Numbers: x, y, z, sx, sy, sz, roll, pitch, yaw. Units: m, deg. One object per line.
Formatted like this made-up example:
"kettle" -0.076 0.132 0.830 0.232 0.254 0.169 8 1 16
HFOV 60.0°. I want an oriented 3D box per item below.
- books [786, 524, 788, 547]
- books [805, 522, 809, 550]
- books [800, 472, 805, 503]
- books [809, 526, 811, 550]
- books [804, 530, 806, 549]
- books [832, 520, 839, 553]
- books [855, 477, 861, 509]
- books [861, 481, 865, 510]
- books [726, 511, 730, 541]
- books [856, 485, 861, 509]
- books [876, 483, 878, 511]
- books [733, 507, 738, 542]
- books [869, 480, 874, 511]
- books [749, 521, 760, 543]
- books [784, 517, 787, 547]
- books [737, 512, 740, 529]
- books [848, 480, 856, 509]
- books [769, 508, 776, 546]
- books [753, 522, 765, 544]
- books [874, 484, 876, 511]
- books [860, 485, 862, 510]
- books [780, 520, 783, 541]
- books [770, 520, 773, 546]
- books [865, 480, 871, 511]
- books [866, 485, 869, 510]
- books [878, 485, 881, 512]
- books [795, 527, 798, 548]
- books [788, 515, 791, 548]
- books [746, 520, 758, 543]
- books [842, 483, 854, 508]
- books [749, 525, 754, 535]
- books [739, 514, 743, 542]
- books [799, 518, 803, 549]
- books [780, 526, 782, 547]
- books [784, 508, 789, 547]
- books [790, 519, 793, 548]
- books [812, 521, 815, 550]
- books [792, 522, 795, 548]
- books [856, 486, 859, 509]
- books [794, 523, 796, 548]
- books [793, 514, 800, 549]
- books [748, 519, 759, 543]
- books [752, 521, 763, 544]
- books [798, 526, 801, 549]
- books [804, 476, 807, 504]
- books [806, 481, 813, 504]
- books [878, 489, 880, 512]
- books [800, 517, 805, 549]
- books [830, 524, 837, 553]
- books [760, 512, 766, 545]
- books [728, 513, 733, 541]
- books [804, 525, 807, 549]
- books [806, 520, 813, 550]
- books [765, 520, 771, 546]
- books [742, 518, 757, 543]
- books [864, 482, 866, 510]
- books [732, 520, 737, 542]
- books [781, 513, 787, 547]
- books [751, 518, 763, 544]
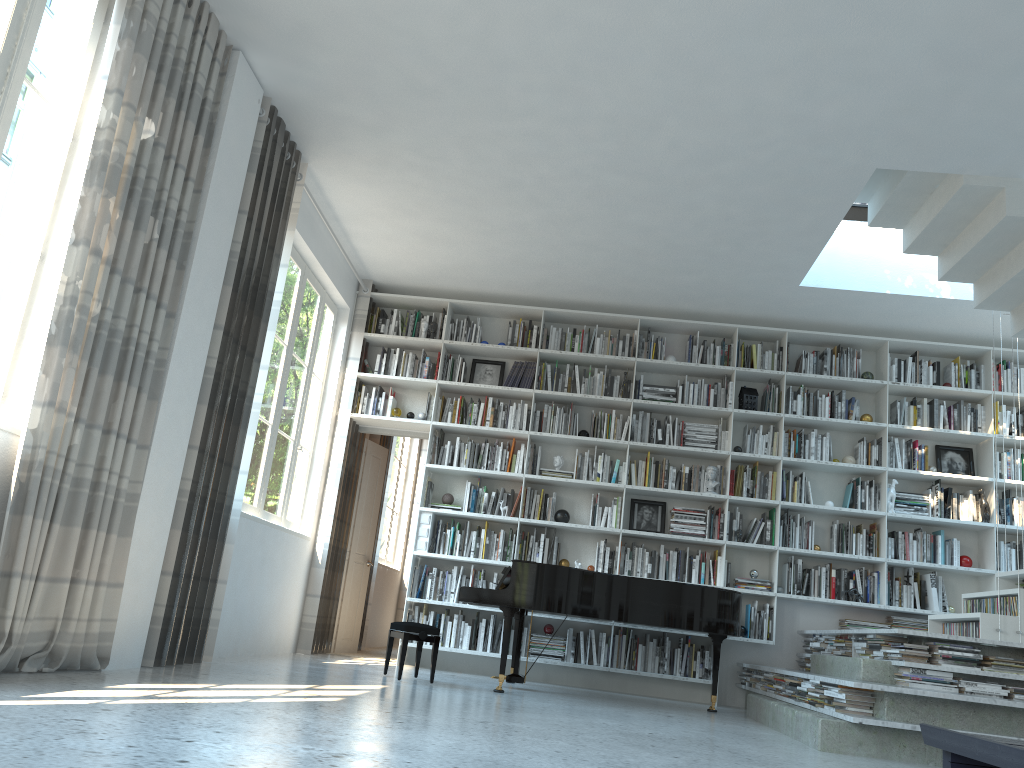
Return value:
"books" 2.257 1.273 7.336 0.013 0.204 0.154 6 -15 5
"books" 2.422 1.271 7.321 0.015 0.237 0.177 6 -15 5
"books" 2.421 0.892 7.425 0.013 0.286 0.159 6 -15 5
"books" 2.435 1.287 7.312 0.014 0.207 0.181 6 -15 5
"books" 2.398 1.300 7.323 0.013 0.178 0.141 6 -15 5
"books" 2.667 1.274 7.322 0.016 0.289 0.132 6 -15 5
"books" 2.876 0.934 7.391 0.013 0.294 0.154 6 -15 5
"books" 2.895 0.948 7.372 0.018 0.262 0.165 6 -15 5
"books" 1.783 1.200 7.391 0.024 0.262 0.154 6 -15 5
"books" 2.858 0.965 7.367 0.013 0.218 0.188 6 -15 5
"books" 3.002 0.960 7.352 0.011 0.252 0.169 6 -15 5
"books" 1.858 1.184 7.382 0.013 0.306 0.141 6 -15 5
"books" 2.966 0.946 7.354 0.012 0.273 0.184 6 -15 5
"books" 1.998 1.247 7.359 0.090 0.211 0.143 6 -15 5
"books" 2.252 1.233 7.340 0.006 0.280 0.155 6 -15 5
"books" 1.869 1.207 7.385 0.012 0.265 0.158 6 -15 5
"books" 2.830 0.942 7.382 0.021 0.263 0.174 6 -15 5
"books" 2.150 1.201 7.351 0.014 0.324 0.183 6 -15 5
"books" 2.029 1.253 7.353 0.091 0.204 0.169 6 -15 5
"books" 2.991 0.968 7.369 0.013 0.244 0.159 6 -15 5
"books" 2.882 0.966 7.383 0.007 0.229 0.147 6 -15 5
"books" 2.224 1.255 7.352 0.011 0.238 0.137 6 -15 5
"books" 2.127 1.248 7.342 0.021 0.226 0.148 6 -15 5
"books" 2.945 0.949 7.377 0.032 0.274 0.155 6 -15 5
"books" 2.922 0.967 7.358 0.012 0.224 0.178 6 -15 5
"books" 3.035 0.969 7.353 0.010 0.245 0.159 6 -15 5
"books" 2.323 1.284 7.313 0.013 0.186 0.184 6 -15 5
"books" 2.283 1.233 7.330 0.005 0.283 0.159 6 -15 5
"books" 1.970 1.241 7.346 0.089 0.209 0.176 6 -15 5
"books" 2.792 0.952 7.389 0.056 0.240 0.154 6 -15 5
"books" 1.964 1.238 7.362 0.088 0.219 0.139 6 -15 5
"books" 1.891 1.218 7.381 0.035 0.247 0.141 6 -15 5
"books" 2.373 1.251 7.323 0.012 0.266 0.183 6 -15 5
"books" 2.207 1.276 7.338 0.015 0.187 0.168 6 -15 5
"books" 2.275 1.211 7.362 0.007 0.341 0.150 6 -15 5
"books" 2.290 1.252 7.327 0.013 0.248 0.165 6 -15 5
"books" 2.465 1.270 7.321 0.013 0.250 0.173 6 -15 5
"books" 2.300 1.261 7.313 0.011 0.225 0.188 6 -15 5
"books" 2.848 0.968 7.367 0.006 0.209 0.188 6 -15 5
"books" 2.312 1.269 7.323 0.013 0.217 0.161 6 -15 5
"books" 2.343 1.232 7.324 0.014 0.296 0.175 6 -15 5
"books" 1.988 1.240 7.367 0.095 0.225 0.144 6 -15 5
"books" 2.018 1.249 7.366 0.090 0.214 0.139 6 -15 5
"books" 2.358 1.284 7.327 0.013 0.202 0.167 6 -15 5
"books" 2.442 0.912 7.426 0.007 0.253 0.161 6 -15 5
"books" 2.467 0.930 7.391 0.051 0.209 0.177 6 -15 5
"books" 3.018 0.986 7.360 0.023 0.211 0.165 6 -15 5
"books" 2.395 1.249 7.339 0.006 0.284 0.160 6 -15 5
"books" 2.647 1.287 7.307 0.019 0.251 0.130 6 -15 5
"books" 2.086 1.217 7.363 0.013 0.285 0.139 6 -15 5
"books" 1.808 1.206 7.384 0.028 0.252 0.143 6 -15 5
"books" 2.411 1.280 7.329 0.008 0.222 0.134 6 -15 5
"books" 2.452 1.264 7.322 0.014 0.260 0.142 6 -15 5
"books" 2.102 1.244 7.333 0.029 0.222 0.171 6 -15 5
"books" 1.954 1.229 7.346 0.095 0.227 0.190 6 -15 5
"books" 2.912 0.951 7.370 0.015 0.258 0.152 6 -15 5
"books" 1.831 1.233 7.355 0.027 0.191 0.183 6 -15 5
"books" 2.241 1.226 7.344 0.018 0.294 0.178 6 -15 5
"books" 2.015 1.234 7.360 0.094 0.238 0.150 6 -15 5
